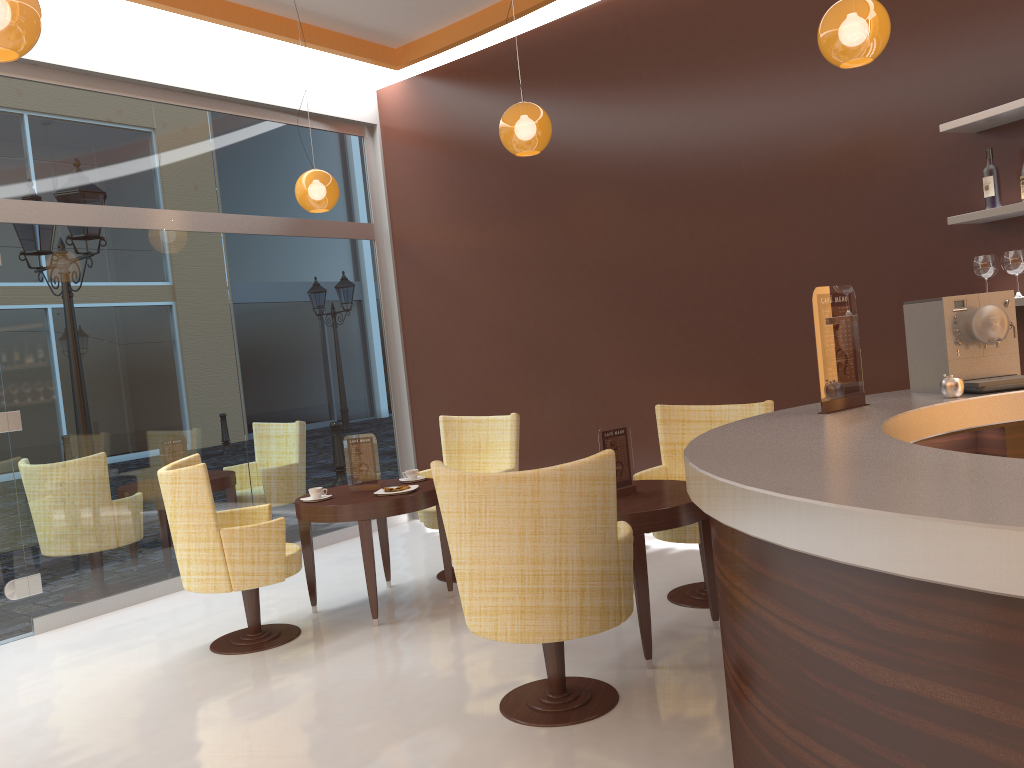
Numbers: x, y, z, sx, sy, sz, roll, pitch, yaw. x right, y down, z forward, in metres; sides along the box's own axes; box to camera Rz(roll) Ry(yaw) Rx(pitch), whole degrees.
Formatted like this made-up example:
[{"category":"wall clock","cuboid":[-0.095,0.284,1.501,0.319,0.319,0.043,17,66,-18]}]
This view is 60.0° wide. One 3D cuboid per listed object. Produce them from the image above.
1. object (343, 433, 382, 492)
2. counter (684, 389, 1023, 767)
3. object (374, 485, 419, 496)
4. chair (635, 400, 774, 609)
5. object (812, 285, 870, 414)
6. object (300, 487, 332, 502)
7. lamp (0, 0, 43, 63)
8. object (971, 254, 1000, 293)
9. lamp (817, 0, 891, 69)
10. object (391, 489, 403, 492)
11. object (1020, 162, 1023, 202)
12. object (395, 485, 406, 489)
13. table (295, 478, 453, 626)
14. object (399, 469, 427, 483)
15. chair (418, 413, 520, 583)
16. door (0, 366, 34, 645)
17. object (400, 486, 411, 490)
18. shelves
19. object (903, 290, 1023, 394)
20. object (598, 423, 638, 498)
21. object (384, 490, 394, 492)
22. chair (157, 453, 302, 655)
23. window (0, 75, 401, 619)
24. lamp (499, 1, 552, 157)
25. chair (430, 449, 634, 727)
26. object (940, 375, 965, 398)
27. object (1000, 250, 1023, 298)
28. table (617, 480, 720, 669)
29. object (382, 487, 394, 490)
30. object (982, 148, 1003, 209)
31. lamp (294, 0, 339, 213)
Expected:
[{"category":"object","cuboid":[-0.882,0.464,5.229,0.209,0.335,0.042,-5,2,13]},{"category":"counter","cuboid":[1.272,0.659,1.984,1.586,1.100,2.917,-6,2,-7]},{"category":"object","cuboid":[-0.656,0.606,5.038,0.234,0.020,0.234,-6,2,10]},{"category":"chair","cuboid":[1.049,0.619,4.767,0.729,1.017,0.685,-4,3,45]},{"category":"object","cuboid":[1.093,-0.121,2.966,0.258,0.414,0.052,-8,3,-38]},{"category":"object","cuboid":[-1.116,0.629,5.050,0.153,0.069,0.153,-4,3,39]},{"category":"lamp","cuboid":[-1.700,-1.776,2.750,0.299,1.500,0.299,-8,3,-41]},{"category":"object","cuboid":[2.291,-0.509,4.284,0.125,0.221,0.125,-7,2,-27]},{"category":"lamp","cuboid":[1.424,-2.144,3.839,0.299,1.500,0.299,-5,2,17]},{"category":"object","cuboid":[-0.648,0.599,4.998,0.055,0.014,0.053,-5,2,21]},{"category":"object","cuboid":[2.357,-0.974,4.032,0.086,0.303,0.086,-5,2,17]},{"category":"object","cuboid":[-0.638,0.592,5.087,0.054,0.018,0.051,-4,3,36]},{"category":"table","cuboid":[-0.795,0.965,5.221,0.872,0.679,0.874,-6,2,-5]},{"category":"object","cuboid":[-0.608,0.561,5.429,0.153,0.069,0.153,-7,2,-30]},{"category":"chair","cuboid":[-0.268,0.718,5.791,0.729,1.017,0.685,-4,3,41]},{"category":"door","cuboid":[-3.526,0.354,4.678,0.020,2.499,1.640,-4,3,38]},{"category":"object","cuboid":[-0.609,0.592,5.051,0.052,0.018,0.055,-7,2,-28]},{"category":"shelves","cuboid":[2.587,-0.765,2.038,0.586,0.902,4.744,-6,2,-5]},{"category":"object","cuboid":[1.641,-0.149,3.167,0.270,0.340,0.373,-6,2,-7]},{"category":"object","cuboid":[0.494,0.360,4.161,0.209,0.335,0.042,-8,3,-38]},{"category":"object","cuboid":[-0.693,0.604,5.006,0.054,0.018,0.051,-6,2,-4]},{"category":"chair","cuboid":[-1.485,0.884,4.766,0.685,1.017,0.729,-7,2,-20]},{"category":"window","cuboid":[-3.578,-0.143,4.659,0.040,3.380,8.200,-4,3,38]},{"category":"lamp","cuboid":[0.011,-2.038,4.951,0.299,1.500,0.299,-5,2,16]},{"category":"chair","cuboid":[0.115,0.765,3.477,0.729,1.017,0.685,-5,2,16]},{"category":"object","cuboid":[1.481,0.007,2.984,0.075,0.077,0.075,-6,2,7]},{"category":"object","cuboid":[2.357,-0.510,4.139,0.125,0.221,0.125,-7,2,-27]},{"category":"table","cuboid":[0.532,0.865,4.188,0.872,0.679,0.874,-6,2,-5]},{"category":"object","cuboid":[-0.703,0.596,5.039,0.055,0.016,0.052,-4,3,37]},{"category":"object","cuboid":[2.268,-0.965,4.193,0.073,0.297,0.073,-8,3,-42]},{"category":"lamp","cuboid":[-1.401,-1.932,6.062,0.299,1.500,0.299,-6,2,6]}]
